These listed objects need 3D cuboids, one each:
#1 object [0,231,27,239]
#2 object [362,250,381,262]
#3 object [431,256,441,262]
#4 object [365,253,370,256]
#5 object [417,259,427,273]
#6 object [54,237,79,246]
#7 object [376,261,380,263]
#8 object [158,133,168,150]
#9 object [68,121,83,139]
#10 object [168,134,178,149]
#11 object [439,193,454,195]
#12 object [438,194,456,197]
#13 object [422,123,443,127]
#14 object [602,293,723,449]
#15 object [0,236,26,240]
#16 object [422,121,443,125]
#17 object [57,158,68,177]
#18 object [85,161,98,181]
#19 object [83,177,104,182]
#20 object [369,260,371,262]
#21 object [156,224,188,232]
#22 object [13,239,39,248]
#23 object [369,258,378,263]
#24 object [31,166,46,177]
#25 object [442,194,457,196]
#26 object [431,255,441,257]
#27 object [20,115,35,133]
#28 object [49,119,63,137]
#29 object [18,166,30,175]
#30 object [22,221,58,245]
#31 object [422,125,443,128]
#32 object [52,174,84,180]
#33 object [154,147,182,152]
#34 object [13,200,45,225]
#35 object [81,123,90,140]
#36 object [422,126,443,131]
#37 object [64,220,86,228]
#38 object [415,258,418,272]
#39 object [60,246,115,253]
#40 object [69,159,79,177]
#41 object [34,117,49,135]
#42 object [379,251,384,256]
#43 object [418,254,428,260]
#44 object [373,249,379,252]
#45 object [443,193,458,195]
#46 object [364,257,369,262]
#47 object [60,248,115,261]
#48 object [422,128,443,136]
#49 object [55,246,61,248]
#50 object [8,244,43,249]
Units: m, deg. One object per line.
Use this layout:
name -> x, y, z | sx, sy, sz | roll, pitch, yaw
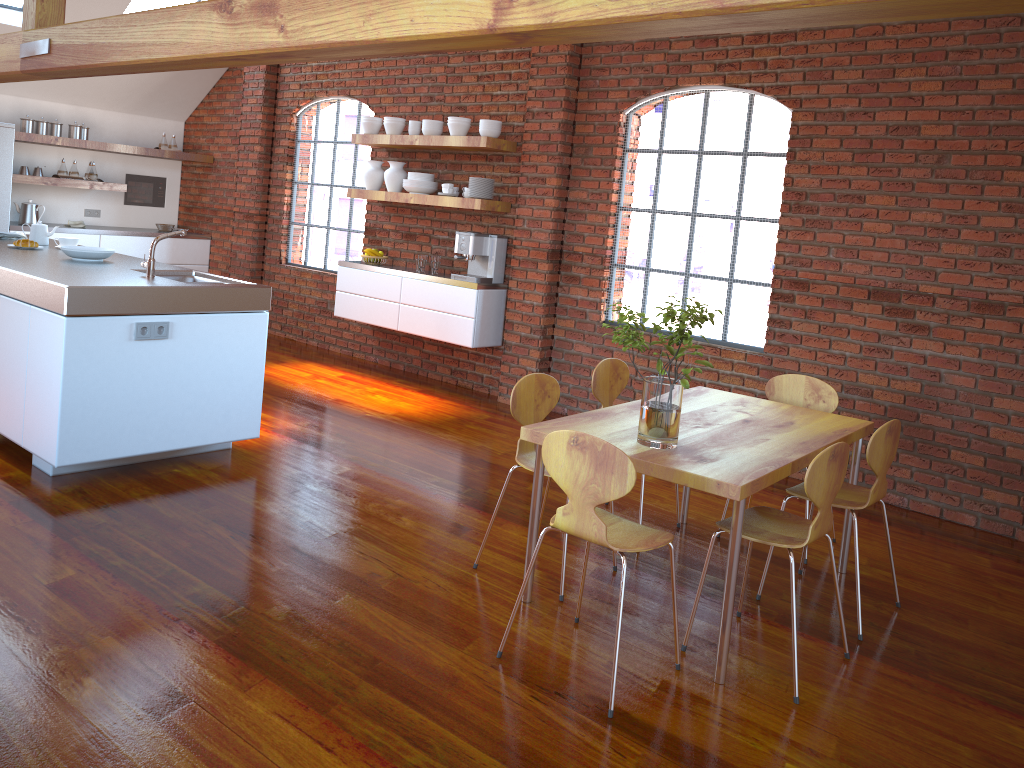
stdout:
object -> -3.437, -1.008, 5.955 | 0.166, 0.049, 0.233 | 14, 13, 39
object -> -1.162, -1.067, 7.337 | 0.176, 0.094, 0.065 | 3, 6, -13
object -> -0.595, -0.938, 6.842 | 0.077, 0.103, 0.079 | 1, 8, -37
object -> -1.209, -1.091, 7.387 | 0.045, 0.052, 0.052 | 9, 8, 28
object -> -0.709, -0.923, 6.911 | 0.078, 0.103, 0.079 | 3, 7, -20
object -> -2.818, -0.894, 5.588 | 0.125, 0.069, 0.117 | 10, 10, 24
object -> -1.133, -1.056, 7.439 | 0.070, 0.068, 0.069 | -1, 10, -41
object -> -3.650, -2.544, 9.219 | 0.093, 0.189, 0.094 | 2, 6, -37
object -> -4.206, -2.443, 8.469 | 0.129, 0.176, 0.127 | 10, 8, 35
object -> -3.583, -2.553, 9.304 | 0.093, 0.190, 0.094 | 5, 5, -6
object -> -0.493, -1.452, 6.759 | 0.154, 0.012, 0.156 | 6, 11, 1
object -> -0.494, -1.444, 6.759 | 0.154, 0.012, 0.156 | 6, 11, 1
object -> -0.626, -2.015, 6.931 | 0.167, 0.060, 0.166 | 12, 12, 34
object -> 0.480, -0.049, 2.986 | 0.426, 0.516, 0.394 | 5, 6, -5
object -> -3.455, -1.002, 5.987 | 0.232, 0.026, 0.167 | 6, 11, 5
object -> -0.625, -2.027, 6.931 | 0.167, 0.060, 0.166 | 12, 12, 34
object -> -4.334, -2.086, 8.491 | 0.093, 0.189, 0.094 | 2, 6, -37
object -> -4.172, -2.116, 8.731 | 0.093, 0.191, 0.205 | 1, 9, -40
object -> -4.179, -2.034, 8.736 | 0.195, 0.032, 0.227 | -3, 14, -39
object -> -1.203, -1.067, 7.436 | 0.074, 0.075, 0.073 | 7, 7, 15
object -> -3.630, -1.653, 9.353 | 0.350, 0.073, 0.196 | 9, 11, 21
object -> -2.963, -0.859, 5.363 | 0.137, 0.051, 0.063 | 0, 10, -31
object -> -1.159, -1.051, 7.376 | 0.077, 0.065, 0.077 | 3, 8, -16
object -> -4.477, -2.013, 8.310 | 0.106, 0.099, 0.107 | 4, 8, -8
object -> -0.494, -1.448, 6.759 | 0.154, 0.012, 0.156 | 6, 11, 1
object -> -0.610, -0.966, 6.982 | 0.078, 0.103, 0.079 | 3, 7, -20
object -> -4.512, -2.419, 8.187 | 0.129, 0.176, 0.127 | 10, 8, 35
object -> -4.370, -2.450, 8.425 | 0.129, 0.176, 0.127 | 10, 8, 35
object -> -4.556, -1.995, 8.220 | 0.106, 0.081, 0.108 | 2, 9, -21
object -> -3.060, -0.980, 5.706 | 0.197, 0.154, 0.119 | -2, 10, -43
object -> -0.628, -2.002, 6.932 | 0.167, 0.060, 0.166 | 12, 12, 34
object -> -4.308, -2.008, 8.538 | 0.197, 0.032, 0.224 | 14, 13, 38
object -> -3.625, -2.466, 9.267 | 0.197, 0.032, 0.224 | 14, 13, 38
object -> -4.550, -1.618, 8.283 | 0.301, 0.236, 0.183 | 3, 7, -19
object -> -4.228, -2.482, 8.662 | 0.129, 0.176, 0.127 | 10, 8, 35
object -> -0.629, -1.989, 6.933 | 0.167, 0.060, 0.166 | 12, 12, 34
object -> -4.294, -1.577, 8.639 | 0.203, 0.061, 0.199 | 0, 11, -27
object -> -0.738, -0.949, 7.036 | 0.078, 0.103, 0.079 | 7, 6, 10
object -> -2.409, -0.743, 4.998 | 0.282, 0.054, 0.285 | 8, 11, 12
object -> -4.266, -2.095, 8.576 | 0.093, 0.190, 0.094 | 5, 5, -6
object -> -4.442, -2.434, 8.304 | 0.129, 0.176, 0.127 | 10, 8, 35
object -> -1.104, -1.096, 7.412 | 0.046, 0.046, 0.055 | 4, 8, -8
object -> -0.705, -0.961, 6.908 | 0.078, 0.103, 0.079 | 3, 7, -20
object -> -1.156, -1.110, 7.420 | 0.069, 0.061, 0.069 | 0, 9, -33
object -> -0.493, -1.457, 6.758 | 0.154, 0.012, 0.156 | 6, 11, 1
object -> -1.220, -1.043, 7.380 | 0.046, 0.045, 0.056 | 3, 8, -17
object -> -2.410, -0.733, 4.999 | 0.282, 0.054, 0.285 | 8, 11, 12
object -> -0.630, -1.972, 6.934 | 0.167, 0.060, 0.166 | 12, 12, 34
object -> -2.818, -0.863, 5.588 | 0.153, 0.012, 0.156 | 1, 12, -21
object -> -2.960, -0.833, 5.354 | 0.194, 0.014, 0.198 | 0, 12, -28
